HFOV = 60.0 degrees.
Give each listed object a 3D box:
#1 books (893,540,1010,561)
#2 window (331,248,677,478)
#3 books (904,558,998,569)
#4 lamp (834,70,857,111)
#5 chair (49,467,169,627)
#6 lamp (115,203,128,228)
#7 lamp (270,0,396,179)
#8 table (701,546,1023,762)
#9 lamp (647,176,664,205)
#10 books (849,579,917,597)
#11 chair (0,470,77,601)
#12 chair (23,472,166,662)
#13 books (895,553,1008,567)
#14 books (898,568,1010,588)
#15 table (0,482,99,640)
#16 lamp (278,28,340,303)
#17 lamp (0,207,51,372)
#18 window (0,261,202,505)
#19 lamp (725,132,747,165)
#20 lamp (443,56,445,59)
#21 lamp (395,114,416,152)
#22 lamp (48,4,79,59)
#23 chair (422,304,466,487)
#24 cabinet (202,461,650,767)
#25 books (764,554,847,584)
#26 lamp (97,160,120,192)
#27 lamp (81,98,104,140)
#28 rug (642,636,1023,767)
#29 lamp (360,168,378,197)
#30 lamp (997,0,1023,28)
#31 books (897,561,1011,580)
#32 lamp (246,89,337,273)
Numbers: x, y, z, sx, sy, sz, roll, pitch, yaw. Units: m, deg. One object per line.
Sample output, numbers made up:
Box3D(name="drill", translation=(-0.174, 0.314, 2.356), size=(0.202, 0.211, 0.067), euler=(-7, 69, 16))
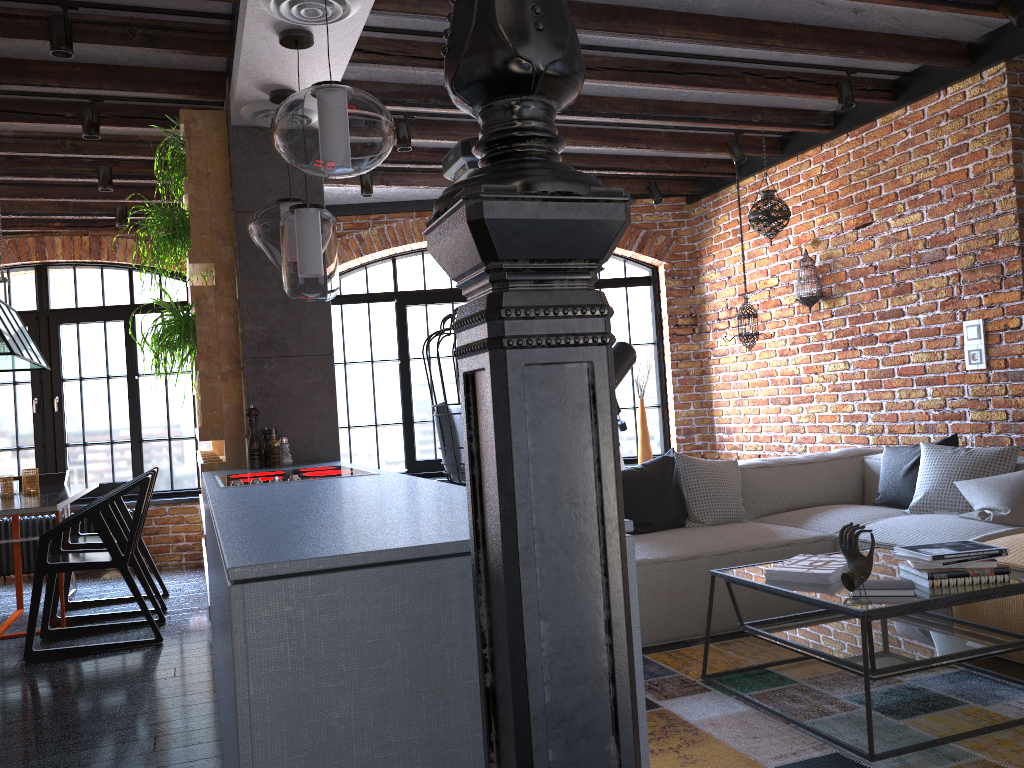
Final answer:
Box3D(name="books", translation=(1.371, 0.520, 2.779), size=(0.268, 0.014, 0.196), euler=(-4, -2, -9))
Box3D(name="window", translation=(-0.192, -0.229, 7.320), size=(3.293, 2.232, 0.177), euler=(-4, -1, -2))
Box3D(name="books", translation=(1.376, 0.554, 2.798), size=(0.239, 0.023, 0.190), euler=(-4, -2, 15))
Box3D(name="lamp", translation=(1.789, -1.572, 4.751), size=(0.113, 0.194, 0.085), euler=(-5, -2, 41))
Box3D(name="chair", translation=(-2.377, 0.929, 5.232), size=(0.610, 0.818, 0.495), euler=(-3, -1, -20))
Box3D(name="lamp", translation=(-2.793, -1.224, 6.355), size=(0.112, 0.184, 0.082), euler=(-5, -2, 38))
Box3D(name="lamp", translation=(-0.539, -0.945, 2.622), size=(0.364, 0.664, 0.364), euler=(-3, -2, -37))
Box3D(name="table", translation=(1.200, 0.817, 2.915), size=(0.842, 0.388, 0.849), euler=(-3, -2, -20))
Box3D(name="lamp", translation=(1.084, -1.461, 6.711), size=(0.093, 0.208, 0.134), euler=(-3, -2, -44))
Box3D(name="books", translation=(1.108, 0.609, 2.660), size=(0.182, 0.029, 0.129), euler=(-4, -2, 17))
Box3D(name="chair", translation=(-3.084, 0.987, 5.608), size=(0.495, 0.818, 0.611), euler=(-3, -2, -20))
Box3D(name="chair", translation=(-2.107, 0.889, 4.487), size=(0.610, 0.818, 0.495), euler=(-3, -1, -20))
Box3D(name="books", translation=(1.372, 0.535, 2.778), size=(0.268, 0.014, 0.196), euler=(-3, -2, -21))
Box3D(name="books", translation=(1.377, 0.597, 2.774), size=(0.247, 0.024, 0.209), euler=(-4, -2, -1))
Box3D(name="table", translation=(-2.748, 0.979, 4.677), size=(0.905, 0.737, 1.888), euler=(-3, -2, -20))
Box3D(name="lamp", translation=(-0.741, -0.770, 3.165), size=(0.195, 0.955, 0.198), euler=(-4, -1, 10))
Box3D(name="lamp", translation=(-2.925, -0.735, 4.891), size=(0.465, 1.267, 1.258), euler=(-3, -2, -20))
Box3D(name="window", translation=(-3.658, -0.007, 6.989), size=(3.144, 2.232, 0.177), euler=(-4, -1, -2))
Box3D(name="lamp", translation=(1.442, -1.514, 5.713), size=(0.134, 0.208, 0.090), euler=(-5, -2, 37))
Box3D(name="lamp", translation=(-0.250, -1.462, 4.009), size=(0.119, 0.184, 0.082), euler=(-3, -1, -24))
Box3D(name="lamp", translation=(-0.600, -1.409, 4.976), size=(0.116, 0.188, 0.083), euler=(-5, -2, 33))
Box3D(name="lamp", translation=(-1.748, -1.378, 3.456), size=(0.116, 0.184, 0.082), euler=(-5, -2, 31))
Box3D(name="chair", translation=(-0.235, -0.411, 5.694), size=(0.682, 2.220, 0.802), euler=(-4, -1, 25))
Box3D(name="cabinet", translation=(-0.569, 0.724, 2.665), size=(0.607, 0.844, 2.961), euler=(-3, -2, -20))
Box3D(name="books", translation=(1.024, 0.622, 2.998), size=(0.225, 0.038, 0.308), euler=(-5, -2, 40))
Box3D(name="lamp", translation=(-2.463, -1.273, 5.418), size=(0.124, 0.184, 0.082), euler=(-3, -2, -36))
Box3D(name="lamp", translation=(-2.098, -1.326, 4.432), size=(0.113, 0.184, 0.082), euler=(-5, -2, 37))
Box3D(name="rug", translation=(1.102, 1.022, 2.516), size=(1.431, 0.013, 2.365), euler=(-3, -2, -20))
Box3D(name="lamp", translation=(-0.963, -1.358, 5.974), size=(0.121, 0.184, 0.082), euler=(-3, -2, -27))
Box3D(name="lamp", translation=(2.153, -1.616, 3.782), size=(0.094, 0.210, 0.150), euler=(-3, -1, -18))
Box3D(name="books", translation=(1.377, 0.575, 2.774), size=(0.251, 0.023, 0.209), euler=(-4, -2, -1))
Box3D(name="lamp", translation=(-0.933, -0.845, 3.719), size=(0.367, 0.747, 0.367), euler=(-5, -2, 33))
